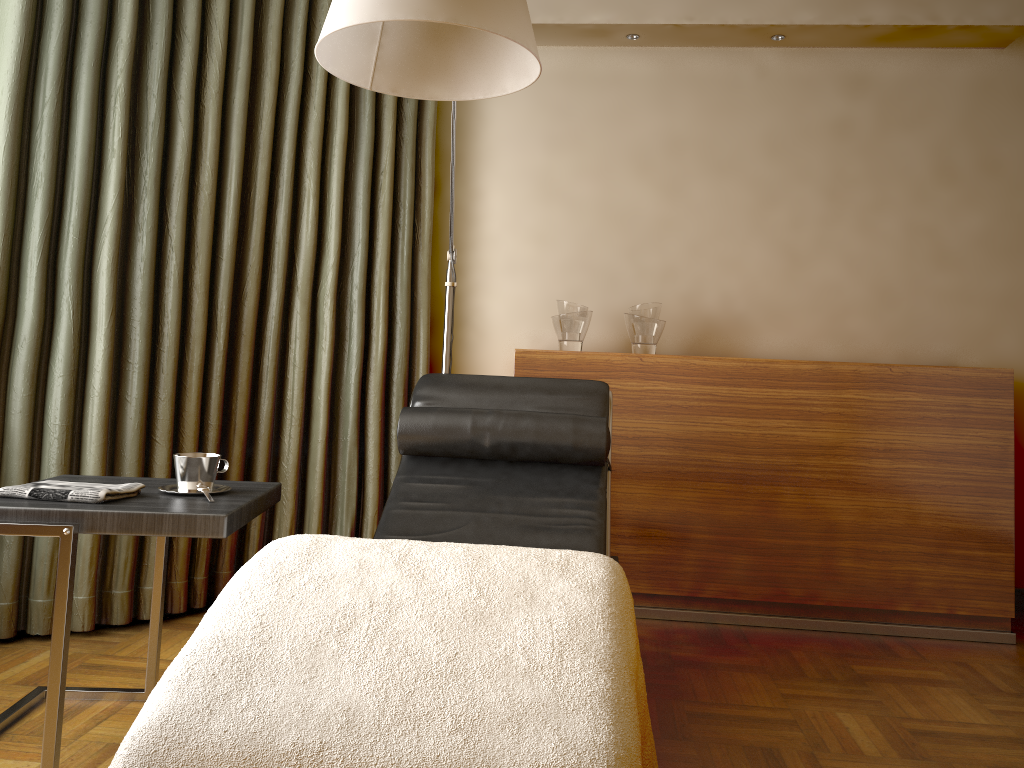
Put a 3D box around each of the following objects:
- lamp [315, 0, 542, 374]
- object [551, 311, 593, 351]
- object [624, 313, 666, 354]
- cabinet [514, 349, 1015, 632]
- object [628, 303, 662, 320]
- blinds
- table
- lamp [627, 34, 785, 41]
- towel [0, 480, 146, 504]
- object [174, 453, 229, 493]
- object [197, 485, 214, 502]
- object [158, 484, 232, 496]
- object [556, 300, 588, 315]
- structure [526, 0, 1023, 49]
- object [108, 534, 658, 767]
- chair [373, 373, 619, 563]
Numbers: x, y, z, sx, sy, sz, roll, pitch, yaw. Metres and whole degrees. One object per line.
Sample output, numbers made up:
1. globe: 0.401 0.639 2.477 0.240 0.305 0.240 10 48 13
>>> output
1. lamp: -0.110 -0.168 2.206 0.452 1.979 1.406 2 -3 9
2. object: 0.218 -0.195 3.261 0.155 0.155 0.155 4 -3 -38
3. object: 0.485 -0.183 3.234 0.155 0.155 0.155 3 -2 -4
4. cabinet: 0.843 0.344 3.198 1.674 0.868 0.413 2 -4 6
5. object: 0.486 -0.222 3.238 0.122 0.151 0.122 3 -3 -15
6. blinds: -0.918 -0.512 2.963 1.526 2.469 0.224 5 -5 -39
7. table: -0.800 0.251 1.870 0.517 0.045 0.497 2 0 -3
8. lamp: 0.490 -1.390 3.509 1.157 0.028 0.050 3 -1 6
9. towel: -0.884 0.216 1.783 0.241 0.035 0.178 3 0 9
10. object: -0.681 0.193 1.915 0.098 0.079 0.110 2 -1 7
11. object: -0.630 0.225 1.820 0.029 0.020 0.123 3 0 -26
12. object: -0.684 0.229 1.905 0.150 0.009 0.149 3 0 11
13. object: 0.220 -0.233 3.265 0.122 0.151 0.122 3 -3 -12
14. structure: 0.846 -1.429 3.488 2.179 0.131 0.272 3 -1 6
15. object: -0.154 0.529 1.340 0.917 0.523 0.904 2 -1 6
16. chair: -0.081 0.379 1.875 0.636 0.801 1.780 2 -1 6
